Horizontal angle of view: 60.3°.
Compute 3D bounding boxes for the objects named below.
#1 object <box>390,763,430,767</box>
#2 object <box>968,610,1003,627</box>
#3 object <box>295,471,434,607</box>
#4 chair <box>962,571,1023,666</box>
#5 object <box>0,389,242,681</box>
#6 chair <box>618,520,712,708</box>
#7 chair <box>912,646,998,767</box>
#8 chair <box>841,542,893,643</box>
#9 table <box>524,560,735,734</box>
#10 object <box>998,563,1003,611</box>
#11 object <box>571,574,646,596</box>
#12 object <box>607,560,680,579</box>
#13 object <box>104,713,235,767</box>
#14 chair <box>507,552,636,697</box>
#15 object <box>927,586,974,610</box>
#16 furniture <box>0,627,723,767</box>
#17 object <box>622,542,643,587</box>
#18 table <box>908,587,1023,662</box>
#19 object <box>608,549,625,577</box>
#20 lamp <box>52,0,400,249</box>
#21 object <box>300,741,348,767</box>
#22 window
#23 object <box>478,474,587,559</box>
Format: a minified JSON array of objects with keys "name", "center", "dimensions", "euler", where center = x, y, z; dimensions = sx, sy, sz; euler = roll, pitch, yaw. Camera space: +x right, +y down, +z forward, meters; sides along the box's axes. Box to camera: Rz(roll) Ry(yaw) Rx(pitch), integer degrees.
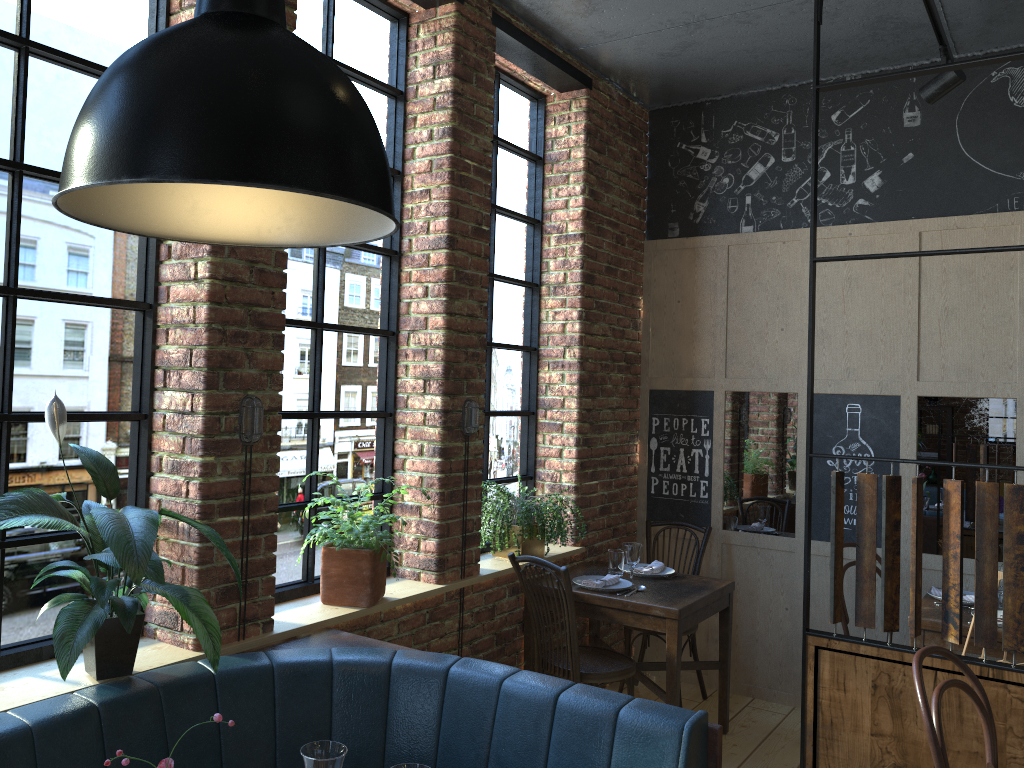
[{"name":"object","center":[-0.200,0.858,1.722],"dimensions":[0.095,0.192,0.102],"euler":[2,-2,-27]},{"name":"object","center":[2.034,0.948,3.559],"dimensions":[0.340,0.051,0.257],"euler":[1,-1,37]},{"name":"object","center":[-0.582,0.559,3.257],"dimensions":[0.441,0.483,0.438],"euler":[3,-2,-35]},{"name":"chair","center":[1.927,1.197,3.381],"dimensions":[0.553,1.006,0.436],"euler":[1,-2,20]},{"name":"object","center":[-1.075,0.392,2.292],"dimensions":[0.635,0.752,0.700],"euler":[1,-1,32]},{"name":"chair","center":[0.806,1.212,4.672],"dimensions":[0.422,0.915,0.500],"euler":[1,-2,28]},{"name":"chair","center":[1.344,1.206,2.271],"dimensions":[0.418,0.921,0.575],"euler":[3,-2,-40]},{"name":"chair","center":[1.763,1.236,4.056],"dimensions":[0.423,0.921,0.568],"euler":[2,-2,-25]},{"name":"table","center":[0.554,1.298,4.164],"dimensions":[0.784,0.727,0.717],"euler":[1,-1,34]},{"name":"object","center":[2.127,0.883,3.834],"dimensions":[0.099,0.192,0.097],"euler":[1,-2,4]},{"name":"object","center":[0.428,0.904,4.020],"dimensions":[0.340,0.051,0.257],"euler":[1,-1,37]},{"name":"object","center":[0.653,0.914,4.376],"dimensions":[0.340,0.051,0.257],"euler":[1,-1,37]},{"name":"object","center":[-0.548,0.725,1.336],"dimensions":[0.208,0.431,0.143],"euler":[3,-2,-37]},{"name":"chair","center":[0.280,1.188,3.815],"dimensions":[0.498,0.915,0.423],"euler":[3,-2,-37]},{"name":"object","center":[2.014,0.951,3.953],"dimensions":[0.281,0.051,0.310],"euler":[1,-1,32]},{"name":"furniture","center":[-0.741,1.186,1.546],"dimensions":[1.427,0.823,2.495],"euler":[1,-1,33]},{"name":"object","center":[0.555,0.838,4.078],"dimensions":[0.099,0.192,0.097],"euler":[1,-2,4]},{"name":"table","center":[2.149,1.342,3.729],"dimensions":[0.784,0.727,0.717],"euler":[1,-1,34]},{"name":"object","center":[0.509,0.875,4.304],"dimensions":[0.080,0.119,0.088],"euler":[3,-2,-39]},{"name":"lamp","center":[-0.422,-0.920,1.416],"dimensions":[0.505,1.327,0.553],"euler":[3,-2,-39]},{"name":"object","center":[-0.393,0.853,1.822],"dimensions":[0.095,0.192,0.102],"euler":[2,-2,-27]},{"name":"window","center":[-1.324,-0.438,0.583],"dimensions":[3.435,2.431,8.535],"euler":[2,-1,-2]},{"name":"object","center":[0.071,0.643,4.187],"dimensions":[0.521,0.370,0.579],"euler":[1,-1,33]}]
